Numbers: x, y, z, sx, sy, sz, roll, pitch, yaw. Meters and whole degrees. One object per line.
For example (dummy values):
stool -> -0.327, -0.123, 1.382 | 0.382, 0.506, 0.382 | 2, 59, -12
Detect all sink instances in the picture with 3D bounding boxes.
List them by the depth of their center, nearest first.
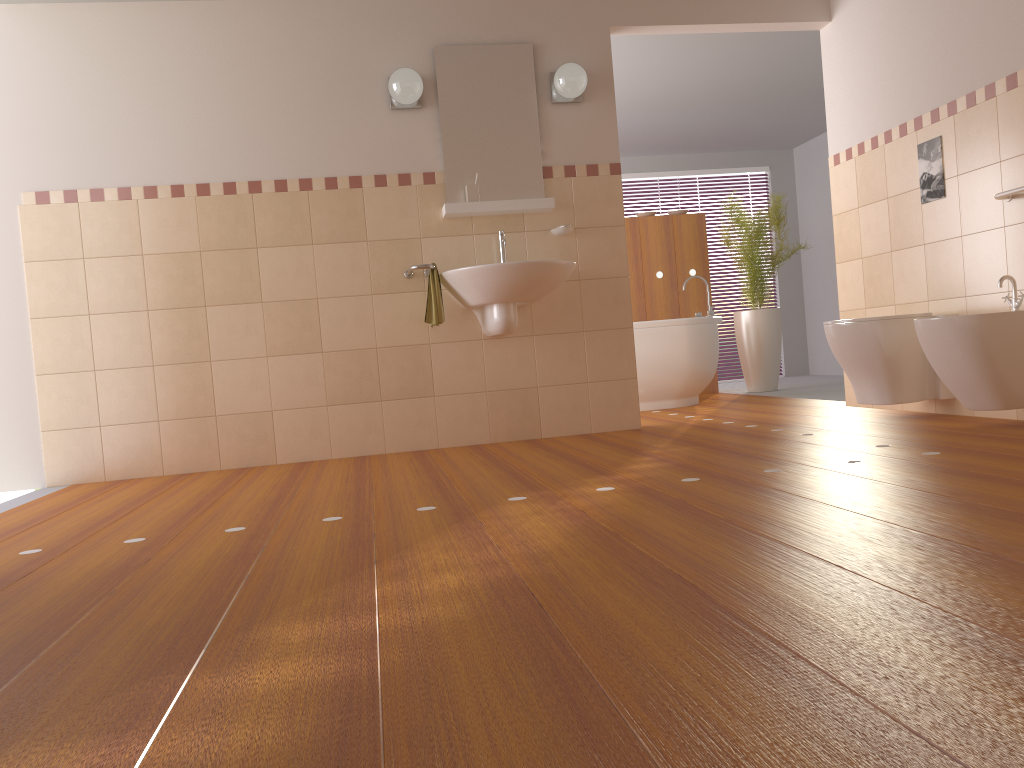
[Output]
sink -> 1.841, -0.160, 3.465 | 0.515, 0.517, 0.335 | -5, 2, -9
sink -> -0.005, -0.502, 4.276 | 0.683, 0.516, 0.539 | -5, 2, -9

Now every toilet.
toilet -> 1.731, -0.113, 4.120 | 0.534, 0.400, 0.375 | -5, 2, -9

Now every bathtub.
bathtub -> 0.585, -0.257, 6.214 | 1.874, 0.900, 0.888 | -5, 2, -9

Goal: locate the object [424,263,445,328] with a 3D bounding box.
object -> -0.375, -0.429, 4.314 | 0.085, 0.306, 0.181 | -5, 2, 7

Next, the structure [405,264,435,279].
structure -> -0.443, -0.552, 4.305 | 0.142, 0.042, 0.333 | -5, 2, -9

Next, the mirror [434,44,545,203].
mirror -> -0.112, -1.318, 4.498 | 0.502, 0.799, 0.008 | -5, 2, -9

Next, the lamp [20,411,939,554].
lamp -> -0.372, 0.340, 4.098 | 3.173, 0.001, 2.893 | -5, 2, -9

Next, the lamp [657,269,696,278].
lamp -> 0.912, -0.853, 7.085 | 1.169, 0.052, 0.001 | -5, 2, -9

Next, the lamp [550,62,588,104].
lamp -> 0.291, -1.524, 4.472 | 0.173, 0.173, 0.209 | -5, 2, -9

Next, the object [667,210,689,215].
object -> 1.365, -1.393, 7.283 | 0.173, 0.046, 0.173 | -5, 2, -9

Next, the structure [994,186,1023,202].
structure -> 2.002, -0.757, 3.481 | 0.091, 0.042, 0.295 | -5, 2, -9

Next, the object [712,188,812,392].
object -> 1.995, -0.725, 6.890 | 0.683, 1.557, 1.335 | -4, 2, 23

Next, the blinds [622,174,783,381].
blinds -> 0.319, -0.892, 8.518 | 4.712, 2.022, 0.032 | -5, 2, -9

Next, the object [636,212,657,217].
object -> 1.097, -1.369, 7.240 | 0.173, 0.046, 0.173 | -5, 2, -9

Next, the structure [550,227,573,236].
structure -> 0.261, -0.780, 4.538 | 0.117, 0.029, 0.092 | -5, 2, -9

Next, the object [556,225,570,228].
object -> 0.261, -0.802, 4.538 | 0.050, 0.023, 0.075 | -7, 3, -44

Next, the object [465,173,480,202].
object -> -0.198, -0.974, 4.430 | 0.063, 0.149, 0.073 | -5, 2, -9

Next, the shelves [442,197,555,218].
shelves -> -0.068, -0.886, 4.460 | 0.554, 0.050, 0.138 | -5, 2, -9

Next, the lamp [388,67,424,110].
lamp -> -0.521, -1.452, 4.341 | 0.173, 0.173, 0.209 | -5, 2, -9

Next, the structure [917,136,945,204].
structure -> 1.925, -0.981, 4.076 | 0.005, 0.279, 0.170 | -5, 2, -9
